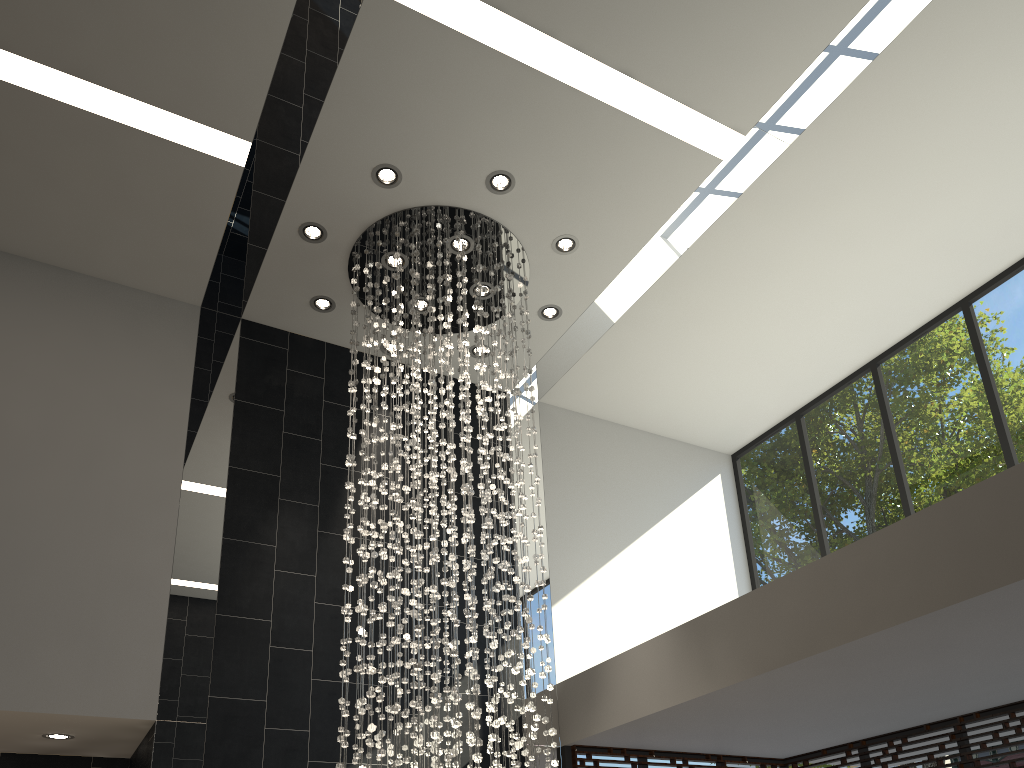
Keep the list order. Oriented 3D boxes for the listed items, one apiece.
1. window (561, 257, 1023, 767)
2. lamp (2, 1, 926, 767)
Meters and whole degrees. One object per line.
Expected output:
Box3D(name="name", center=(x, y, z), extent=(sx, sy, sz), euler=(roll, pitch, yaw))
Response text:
Box3D(name="window", center=(2.877, 1.328, 4.789), extent=(2.399, 5.442, 6.635), euler=(10, -31, -26))
Box3D(name="lamp", center=(-6.918, -38.551, 16.551), extent=(398.910, 104.159, 439.309), euler=(0, -32, -4))
